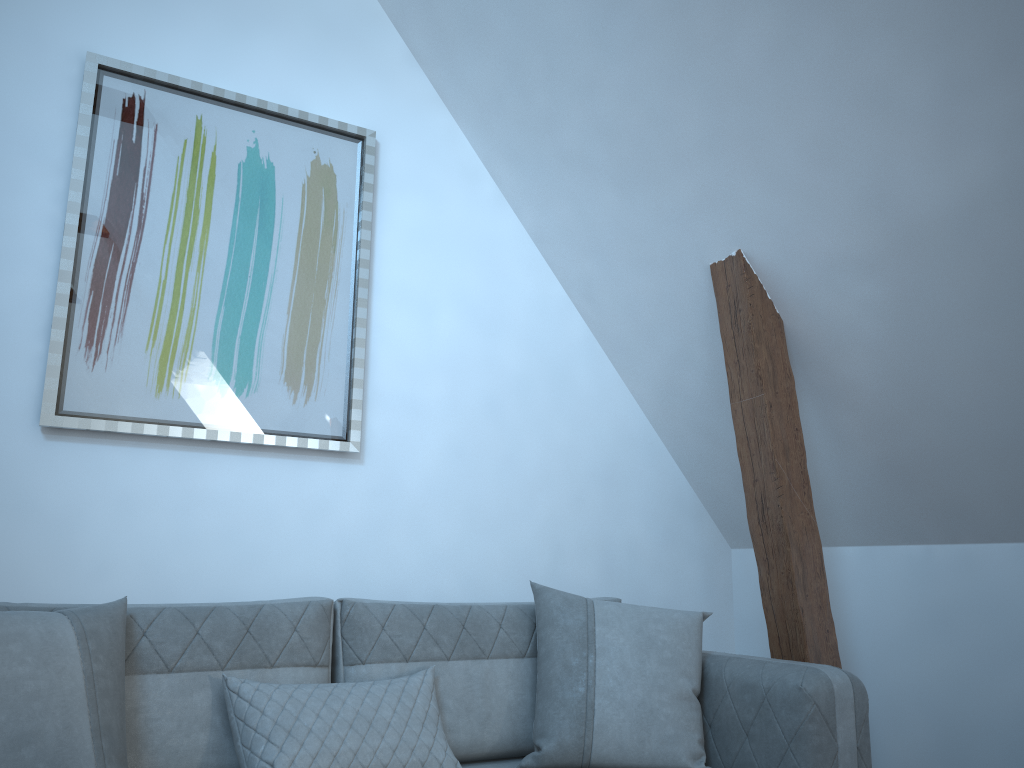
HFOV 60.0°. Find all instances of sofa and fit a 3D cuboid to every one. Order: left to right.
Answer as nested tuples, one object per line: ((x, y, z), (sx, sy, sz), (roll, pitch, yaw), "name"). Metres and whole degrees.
((-0.388, 0.906, 2.106), (2.458, 0.770, 1.107), (8, -14, -30), "sofa")

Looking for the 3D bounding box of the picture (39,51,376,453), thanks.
((-0.929, -0.403, 2.899), (0.965, 1.185, 0.025), (8, -14, -30), "picture")

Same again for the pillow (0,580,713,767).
((-0.319, 0.720, 2.071), (2.075, 0.515, 0.444), (8, -14, -30), "pillow")
